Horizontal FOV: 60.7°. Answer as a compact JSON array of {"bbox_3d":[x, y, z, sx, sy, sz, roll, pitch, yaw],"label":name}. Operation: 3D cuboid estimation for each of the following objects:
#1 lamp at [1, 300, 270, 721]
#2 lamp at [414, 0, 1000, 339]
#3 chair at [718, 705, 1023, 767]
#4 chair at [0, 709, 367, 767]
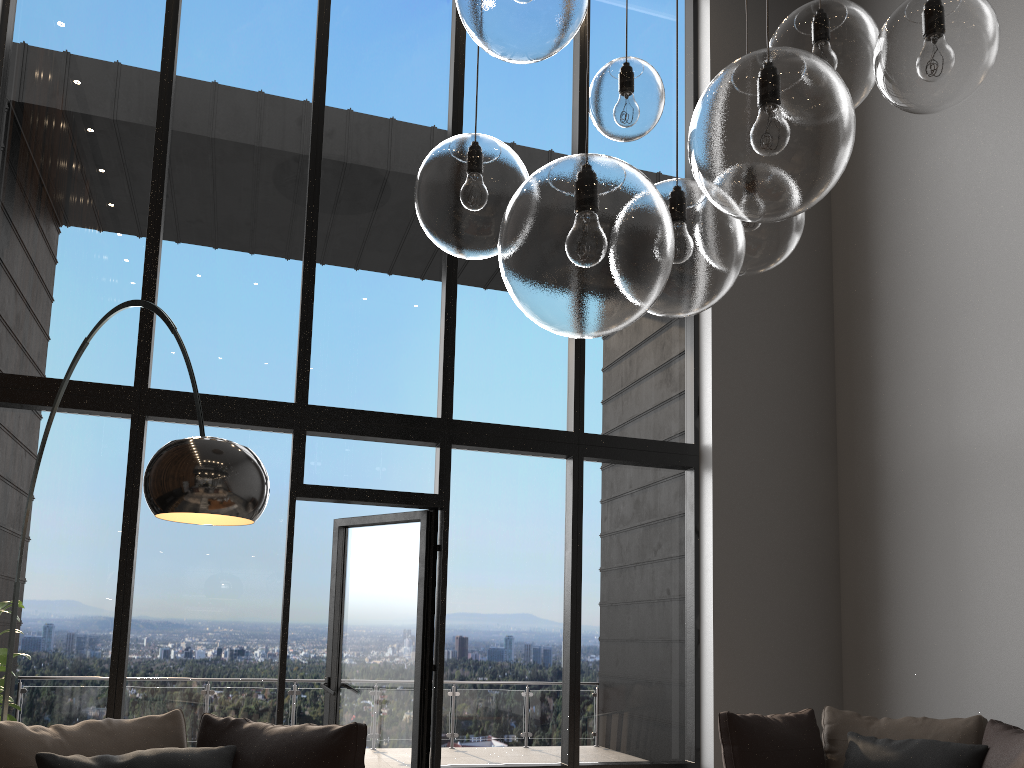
[{"bbox_3d":[-1.388,0.855,2.927,0.324,2.274,2.063,8,-13,-40],"label":"lamp"},{"bbox_3d":[0.357,-2.369,1.867,1.236,4.871,1.255,5,-9,-20],"label":"lamp"},{"bbox_3d":[1.659,1.945,3.917,1.443,0.875,1.529,2,-14,-1],"label":"chair"},{"bbox_3d":[-1.145,1.531,2.755,1.480,0.875,1.490,-1,-14,9],"label":"chair"}]
